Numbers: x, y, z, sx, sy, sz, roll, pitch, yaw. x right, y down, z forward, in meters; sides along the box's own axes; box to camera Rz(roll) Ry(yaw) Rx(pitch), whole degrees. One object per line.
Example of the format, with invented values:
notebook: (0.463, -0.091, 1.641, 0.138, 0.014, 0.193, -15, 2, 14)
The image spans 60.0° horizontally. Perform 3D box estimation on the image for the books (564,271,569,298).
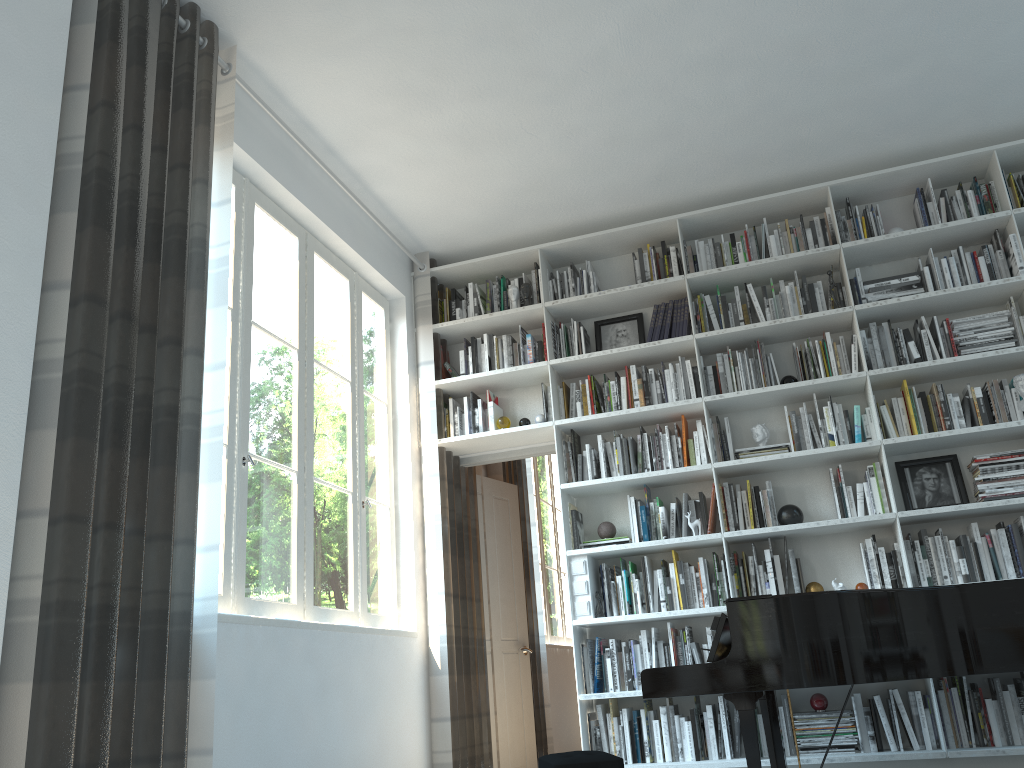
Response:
books: (0.355, -0.554, 5.457, 0.016, 0.242, 0.156, -10, -19, 16)

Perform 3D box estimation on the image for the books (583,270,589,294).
books: (0.467, -0.564, 5.407, 0.021, 0.213, 0.174, -10, -19, 16)

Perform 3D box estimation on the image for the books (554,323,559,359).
books: (0.289, -0.214, 5.370, 0.006, 0.286, 0.149, -10, -19, 16)

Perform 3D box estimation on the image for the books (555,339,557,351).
books: (0.291, -0.181, 5.385, 0.006, 0.232, 0.136, -10, -19, 16)

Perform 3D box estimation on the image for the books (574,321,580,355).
books: (0.407, -0.226, 5.318, 0.023, 0.257, 0.184, -10, -19, 16)

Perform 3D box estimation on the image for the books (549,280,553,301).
books: (0.264, -0.520, 5.478, 0.017, 0.203, 0.143, -10, -19, 16)

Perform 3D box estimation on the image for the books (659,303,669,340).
books: (0.902, -0.310, 5.205, 0.110, 0.278, 0.174, -10, -19, 16)

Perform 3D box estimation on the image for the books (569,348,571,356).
books: (0.370, -0.186, 5.358, 0.012, 0.214, 0.132, -10, -19, 16)

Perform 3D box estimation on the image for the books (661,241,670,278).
books: (0.929, -0.685, 5.284, 0.025, 0.296, 0.164, -10, -19, 16)

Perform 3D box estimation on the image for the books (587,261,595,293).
books: (0.498, -0.596, 5.442, 0.015, 0.292, 0.131, -10, -19, 16)

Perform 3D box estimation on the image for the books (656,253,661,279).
books: (0.898, -0.647, 5.322, 0.013, 0.253, 0.129, -10, -19, 16)

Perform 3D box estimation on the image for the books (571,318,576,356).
books: (0.396, -0.232, 5.334, 0.005, 0.280, 0.191, -10, -19, 16)

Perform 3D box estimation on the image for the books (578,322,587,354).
books: (0.436, -0.227, 5.317, 0.012, 0.254, 0.167, -10, -19, 16)

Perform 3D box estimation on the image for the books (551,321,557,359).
books: (0.272, -0.218, 5.366, 0.005, 0.291, 0.184, -10, -19, 16)

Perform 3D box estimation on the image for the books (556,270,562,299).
books: (0.312, -0.551, 5.468, 0.012, 0.248, 0.180, -10, -19, 16)

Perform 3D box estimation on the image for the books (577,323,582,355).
books: (0.426, -0.222, 5.320, 0.011, 0.249, 0.168, -10, -19, 16)

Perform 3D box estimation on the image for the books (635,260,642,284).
books: (0.778, -0.617, 5.328, 0.028, 0.217, 0.153, -10, -19, 16)

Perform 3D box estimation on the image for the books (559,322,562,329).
books: (0.320, -0.219, 5.368, 0.006, 0.288, 0.144, -10, -19, 16)

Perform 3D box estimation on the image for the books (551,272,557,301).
books: (0.275, -0.546, 5.488, 0.007, 0.258, 0.157, -10, -19, 16)

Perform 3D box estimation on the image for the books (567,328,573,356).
books: (0.373, -0.201, 5.322, 0.018, 0.218, 0.187, -10, -19, 16)

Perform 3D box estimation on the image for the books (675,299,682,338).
books: (0.984, -0.328, 5.187, 0.078, 0.284, 0.174, -10, -19, 16)

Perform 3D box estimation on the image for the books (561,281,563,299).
books: (0.333, -0.523, 5.468, 0.017, 0.193, 0.129, -10, -19, 16)

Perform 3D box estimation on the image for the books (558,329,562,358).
books: (0.311, -0.194, 5.361, 0.005, 0.237, 0.154, -10, -19, 16)

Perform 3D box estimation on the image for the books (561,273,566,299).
books: (0.341, -0.545, 5.453, 0.013, 0.224, 0.177, -10, -19, 16)

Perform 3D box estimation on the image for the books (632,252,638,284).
books: (0.761, -0.638, 5.354, 0.013, 0.277, 0.151, -10, -19, 16)

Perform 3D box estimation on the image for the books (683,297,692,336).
books: (1.021, -0.341, 5.158, 0.078, 0.284, 0.174, -10, -19, 16)

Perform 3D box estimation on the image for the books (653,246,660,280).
books: (0.877, -0.663, 5.301, 0.011, 0.273, 0.184, -10, -19, 16)

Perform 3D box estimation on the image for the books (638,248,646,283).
books: (0.799, -0.651, 5.326, 0.024, 0.278, 0.188, -10, -19, 16)

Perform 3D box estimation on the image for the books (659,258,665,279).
books: (0.911, -0.627, 5.284, 0.027, 0.189, 0.178, -10, -20, 16)

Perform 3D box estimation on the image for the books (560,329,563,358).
books: (0.324, -0.196, 5.342, 0.009, 0.228, 0.185, -10, -19, 16)

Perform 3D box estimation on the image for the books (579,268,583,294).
books: (0.443, -0.573, 5.436, 0.013, 0.252, 0.129, -10, -19, 16)

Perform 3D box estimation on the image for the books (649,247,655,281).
books: (0.860, -0.660, 5.319, 0.013, 0.282, 0.167, -10, -19, 16)

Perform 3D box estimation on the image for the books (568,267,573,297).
books: (0.381, -0.569, 5.448, 0.016, 0.260, 0.154, -10, -19, 16)

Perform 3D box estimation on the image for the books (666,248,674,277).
books: (0.960, -0.664, 5.293, 0.022, 0.259, 0.152, -10, -19, 16)

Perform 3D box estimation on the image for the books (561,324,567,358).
books: (0.337, -0.212, 5.346, 0.009, 0.259, 0.184, -10, -19, 16)

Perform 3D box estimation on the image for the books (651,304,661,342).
books: (0.859, -0.303, 5.218, 0.110, 0.278, 0.174, -10, -19, 16)

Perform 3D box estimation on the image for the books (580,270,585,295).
books: (0.453, -0.562, 5.419, 0.013, 0.219, 0.181, -10, -19, 16)

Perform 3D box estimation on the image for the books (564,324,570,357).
books: (0.349, -0.212, 5.328, 0.004, 0.245, 0.189, -10, -19, 16)

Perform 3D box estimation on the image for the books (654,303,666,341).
books: (0.875, -0.312, 5.195, 0.110, 0.278, 0.174, -10, -19, 16)

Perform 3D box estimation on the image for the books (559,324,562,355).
books: (0.315, -0.213, 5.365, 0.005, 0.276, 0.147, -10, -19, 16)

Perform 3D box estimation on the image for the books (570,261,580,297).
books: (0.397, -0.586, 5.430, 0.015, 0.278, 0.191, -10, -19, 16)

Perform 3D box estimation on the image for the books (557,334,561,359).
books: (0.303, -0.176, 5.358, 0.015, 0.206, 0.173, -10, -19, 16)

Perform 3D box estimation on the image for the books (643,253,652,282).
books: (0.825, -0.642, 5.313, 0.028, 0.248, 0.156, -10, -19, 16)

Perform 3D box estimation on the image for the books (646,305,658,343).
books: (0.834, -0.301, 5.216, 0.110, 0.278, 0.174, -10, -19, 16)

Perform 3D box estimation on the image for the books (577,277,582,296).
books: (0.425, -0.538, 5.425, 0.026, 0.182, 0.162, -10, -20, 16)

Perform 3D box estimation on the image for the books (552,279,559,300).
books: (0.295, -0.526, 5.475, 0.032, 0.209, 0.159, -10, -19, 16)

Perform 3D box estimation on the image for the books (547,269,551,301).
books: (0.252, -0.554, 5.501, 0.007, 0.284, 0.160, -10, -19, 16)

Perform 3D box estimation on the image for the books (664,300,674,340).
books: (0.924, -0.323, 5.179, 0.097, 0.281, 0.174, -10, -19, 16)

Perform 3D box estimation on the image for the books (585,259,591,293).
books: (0.484, -0.602, 5.435, 0.007, 0.300, 0.146, -10, -19, 16)

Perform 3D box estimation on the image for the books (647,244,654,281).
books: (0.851, -0.671, 5.342, 0.014, 0.319, 0.137, -10, -19, 16)

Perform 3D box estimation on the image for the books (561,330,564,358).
books: (0.328, -0.193, 5.328, 0.004, 0.213, 0.187, -10, -20, 16)

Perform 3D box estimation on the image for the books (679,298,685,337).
books: (1.004, -0.333, 5.177, 0.078, 0.284, 0.174, -10, -19, 16)

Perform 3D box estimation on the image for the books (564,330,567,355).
books: (0.349, -0.206, 5.350, 0.010, 0.248, 0.166, -10, -19, 16)

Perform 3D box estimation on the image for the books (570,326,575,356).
books: (0.386, -0.212, 5.333, 0.019, 0.243, 0.154, -10, -19, 16)

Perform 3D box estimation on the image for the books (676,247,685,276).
books: (1.020, -0.670, 5.276, 0.039, 0.251, 0.147, -10, -19, 16)

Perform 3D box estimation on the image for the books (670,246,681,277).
books: (0.981, -0.670, 5.273, 0.031, 0.253, 0.178, -10, -19, 16)

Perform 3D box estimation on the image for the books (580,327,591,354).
books: (0.447, -0.212, 5.300, 0.012, 0.213, 0.186, -10, -19, 16)

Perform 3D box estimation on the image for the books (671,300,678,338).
books: (0.961, -0.326, 5.189, 0.078, 0.284, 0.174, -10, -19, 16)

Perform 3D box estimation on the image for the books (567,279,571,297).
books: (0.374, -0.530, 5.453, 0.014, 0.191, 0.147, -10, -19, 16)

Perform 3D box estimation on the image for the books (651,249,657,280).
books: (0.868, -0.656, 5.302, 0.010, 0.262, 0.157, -10, -19, 16)
